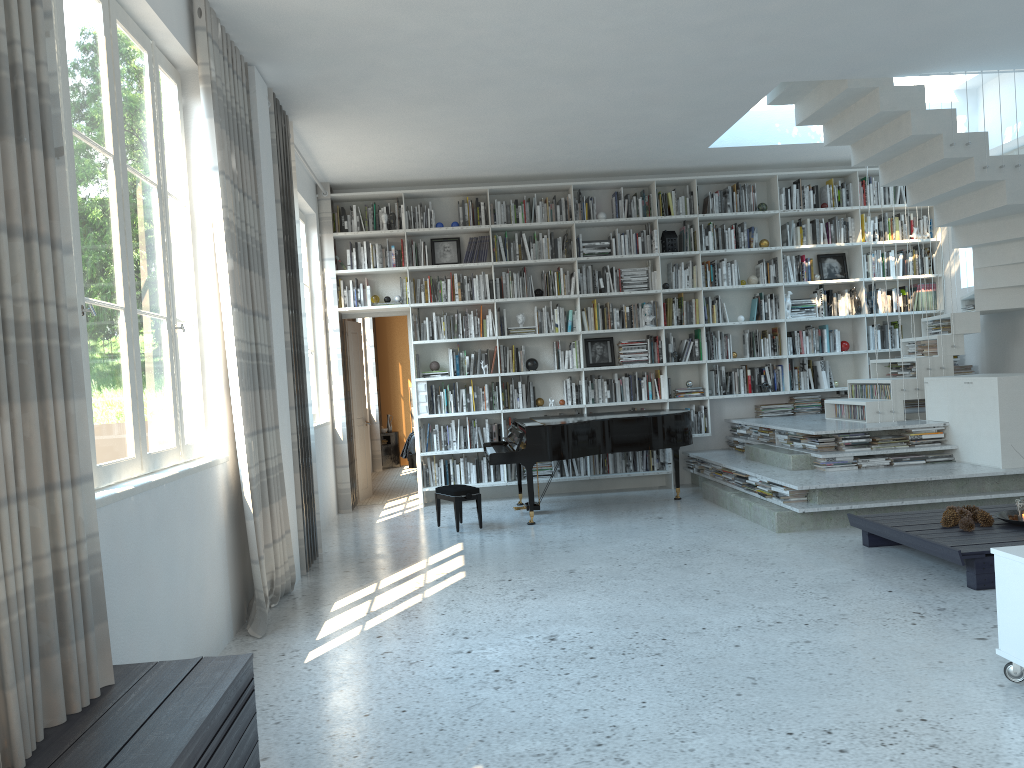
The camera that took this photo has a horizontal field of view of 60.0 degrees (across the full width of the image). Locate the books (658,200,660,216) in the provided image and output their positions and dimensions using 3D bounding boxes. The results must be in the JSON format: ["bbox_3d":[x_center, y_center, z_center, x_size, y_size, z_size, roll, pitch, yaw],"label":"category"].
[{"bbox_3d":[1.492,-1.780,9.099,0.015,0.193,0.160,-4,1,-4],"label":"books"}]

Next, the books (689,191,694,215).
[{"bbox_3d":[1.826,-1.831,9.102,0.029,0.253,0.186,-4,1,-4],"label":"books"}]

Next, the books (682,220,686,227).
[{"bbox_3d":[1.766,-1.504,9.125,0.025,0.339,0.143,-4,1,-4],"label":"books"}]

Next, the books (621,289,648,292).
[{"bbox_3d":[1.250,-0.951,9.094,0.254,0.012,0.161,-4,0,-8],"label":"books"}]

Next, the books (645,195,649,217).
[{"bbox_3d":[1.368,-1.797,9.087,0.028,0.244,0.161,-4,1,-4],"label":"books"}]

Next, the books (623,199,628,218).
[{"bbox_3d":[1.150,-1.767,9.067,0.050,0.211,0.172,-4,1,-4],"label":"books"}]

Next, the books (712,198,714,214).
[{"bbox_3d":[2.050,-1.810,9.137,0.009,0.183,0.160,-4,1,-4],"label":"books"}]

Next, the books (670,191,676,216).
[{"bbox_3d":[1.648,-1.831,9.115,0.030,0.274,0.151,-4,1,-4],"label":"books"}]

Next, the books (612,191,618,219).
[{"bbox_3d":[1.054,-1.802,9.057,0.014,0.292,0.176,-4,1,-4],"label":"books"}]

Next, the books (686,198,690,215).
[{"bbox_3d":[1.789,-1.799,9.115,0.022,0.194,0.181,-4,1,-4],"label":"books"}]

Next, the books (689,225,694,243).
[{"bbox_3d":[1.851,-1.486,9.139,0.005,0.292,0.130,-4,1,-4],"label":"books"}]

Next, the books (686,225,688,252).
[{"bbox_3d":[1.785,-1.479,9.105,0.021,0.288,0.179,-4,1,-4],"label":"books"}]

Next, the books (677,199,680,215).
[{"bbox_3d":[1.688,-1.786,9.098,0.022,0.180,0.173,-4,1,-4],"label":"books"}]

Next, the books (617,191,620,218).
[{"bbox_3d":[1.076,-1.805,9.066,0.011,0.296,0.157,-4,1,-4],"label":"books"}]

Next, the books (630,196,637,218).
[{"bbox_3d":[1.246,-1.786,9.076,0.023,0.236,0.154,-4,1,-4],"label":"books"}]

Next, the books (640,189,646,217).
[{"bbox_3d":[1.345,-1.828,9.093,0.012,0.308,0.138,-4,1,-4],"label":"books"}]

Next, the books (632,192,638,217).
[{"bbox_3d":[1.262,-1.804,9.063,0.010,0.270,0.180,-4,1,-4],"label":"books"}]

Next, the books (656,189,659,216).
[{"bbox_3d":[1.477,-1.832,9.091,0.007,0.298,0.181,-4,1,-4],"label":"books"}]

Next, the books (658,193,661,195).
[{"bbox_3d":[1.508,-1.814,9.089,0.006,0.260,0.166,-4,1,-4],"label":"books"}]

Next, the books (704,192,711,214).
[{"bbox_3d":[2.017,-1.839,9.126,0.009,0.244,0.173,-4,1,-4],"label":"books"}]

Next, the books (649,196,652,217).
[{"bbox_3d":[1.403,-1.797,9.091,0.014,0.239,0.153,-4,1,-4],"label":"books"}]

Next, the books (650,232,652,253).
[{"bbox_3d":[1.409,-1.460,9.113,0.010,0.299,0.133,-4,1,-4],"label":"books"}]

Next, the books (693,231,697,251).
[{"bbox_3d":[1.863,-1.447,9.106,0.008,0.214,0.223,-4,1,-4],"label":"books"}]

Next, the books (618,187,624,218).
[{"bbox_3d":[1.116,-1.825,9.058,0.010,0.331,0.186,-4,1,-4],"label":"books"}]

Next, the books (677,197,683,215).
[{"bbox_3d":[1.711,-1.798,9.101,0.024,0.202,0.180,-4,1,-4],"label":"books"}]

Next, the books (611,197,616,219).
[{"bbox_3d":[1.042,-1.778,9.074,0.012,0.245,0.151,-4,1,-4],"label":"books"}]

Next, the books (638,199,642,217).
[{"bbox_3d":[1.293,-1.772,9.058,0.023,0.202,0.193,-4,1,-4],"label":"books"}]

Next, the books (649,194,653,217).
[{"bbox_3d":[1.419,-1.807,9.099,0.022,0.257,0.136,-4,1,-4],"label":"books"}]

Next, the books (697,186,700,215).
[{"bbox_3d":[1.887,-1.861,9.106,0.019,0.304,0.176,-4,1,-4],"label":"books"}]

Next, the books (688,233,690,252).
[{"bbox_3d":[1.799,-1.442,9.126,0.013,0.211,0.140,-4,1,-4],"label":"books"}]

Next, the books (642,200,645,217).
[{"bbox_3d":[1.335,-1.776,9.100,0.014,0.204,0.135,-4,1,-4],"label":"books"}]

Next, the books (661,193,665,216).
[{"bbox_3d":[1.534,-1.817,9.093,0.034,0.261,0.157,-4,1,-4],"label":"books"}]

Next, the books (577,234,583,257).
[{"bbox_3d":[0.691,-1.389,9.028,0.021,0.249,0.191,-4,1,-4],"label":"books"}]

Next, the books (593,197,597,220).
[{"bbox_3d":[0.841,-1.770,9.049,0.011,0.256,0.143,-4,1,-4],"label":"books"}]

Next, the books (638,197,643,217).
[{"bbox_3d":[1.314,-1.789,9.104,0.026,0.234,0.137,-4,1,-4],"label":"books"}]

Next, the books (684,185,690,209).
[{"bbox_3d":[1.801,-1.868,9.132,0.012,0.330,0.128,-4,1,-4],"label":"books"}]

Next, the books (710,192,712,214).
[{"bbox_3d":[2.026,-1.839,9.135,0.011,0.244,0.172,-4,1,-4],"label":"books"}]

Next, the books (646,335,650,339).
[{"bbox_3d":[1.413,-0.355,9.137,0.011,0.299,0.130,-4,1,-4],"label":"books"}]

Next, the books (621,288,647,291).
[{"bbox_3d":[1.250,-0.963,9.096,0.254,0.012,0.161,-4,0,-1],"label":"books"}]

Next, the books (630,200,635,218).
[{"bbox_3d":[1.219,-1.767,9.070,0.033,0.203,0.166,-4,1,-4],"label":"books"}]

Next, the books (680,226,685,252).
[{"bbox_3d":[1.746,-1.469,9.095,0.021,0.272,0.190,-4,1,-4],"label":"books"}]

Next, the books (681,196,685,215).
[{"bbox_3d":[1.738,-1.806,9.099,0.031,0.213,0.169,-4,1,-4],"label":"books"}]

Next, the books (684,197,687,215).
[{"bbox_3d":[1.765,-1.803,9.121,0.025,0.203,0.162,-4,1,-4],"label":"books"}]

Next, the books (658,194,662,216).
[{"bbox_3d":[1.503,-1.804,9.074,0.007,0.239,0.191,-4,1,-4],"label":"books"}]

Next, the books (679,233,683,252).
[{"bbox_3d":[1.738,-1.439,9.128,0.019,0.214,0.156,-4,1,-4],"label":"books"}]

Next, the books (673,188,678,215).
[{"bbox_3d":[1.668,-1.843,9.099,0.010,0.297,0.167,-4,1,-4],"label":"books"}]

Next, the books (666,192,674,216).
[{"bbox_3d":[1.609,-1.818,9.092,0.054,0.254,0.190,-4,1,-4],"label":"books"}]

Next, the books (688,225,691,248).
[{"bbox_3d":[1.813,-1.482,9.144,0.013,0.289,0.131,-4,1,-4],"label":"books"}]

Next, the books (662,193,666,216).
[{"bbox_3d":[1.555,-1.819,9.103,0.008,0.262,0.142,-4,1,-4],"label":"books"}]

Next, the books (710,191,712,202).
[{"bbox_3d":[2.036,-1.846,9.145,0.012,0.255,0.133,-4,1,-4],"label":"books"}]

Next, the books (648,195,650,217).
[{"bbox_3d":[1.388,-1.799,9.099,0.014,0.244,0.145,-4,1,-4],"label":"books"}]

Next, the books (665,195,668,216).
[{"bbox_3d":[1.568,-1.805,9.086,0.015,0.234,0.171,-4,1,-4],"label":"books"}]

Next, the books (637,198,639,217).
[{"bbox_3d":[1.274,-1.778,9.074,0.012,0.217,0.179,-4,1,-4],"label":"books"}]

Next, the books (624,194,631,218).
[{"bbox_3d":[1.185,-1.799,9.086,0.028,0.270,0.140,-4,1,-4],"label":"books"}]

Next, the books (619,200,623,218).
[{"bbox_3d":[1.098,-1.763,9.080,0.031,0.208,0.146,-4,1,-4],"label":"books"}]

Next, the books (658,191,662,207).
[{"bbox_3d":[1.513,-1.824,9.101,0.007,0.279,0.150,-4,1,-4],"label":"books"}]

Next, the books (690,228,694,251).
[{"bbox_3d":[1.831,-1.462,9.104,0.013,0.248,0.186,-4,1,-4],"label":"books"}]

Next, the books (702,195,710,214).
[{"bbox_3d":[1.991,-1.817,9.118,0.046,0.206,0.183,-4,1,-4],"label":"books"}]

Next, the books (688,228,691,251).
[{"bbox_3d":[1.807,-1.464,9.116,0.005,0.255,0.158,-4,1,-4],"label":"books"}]
